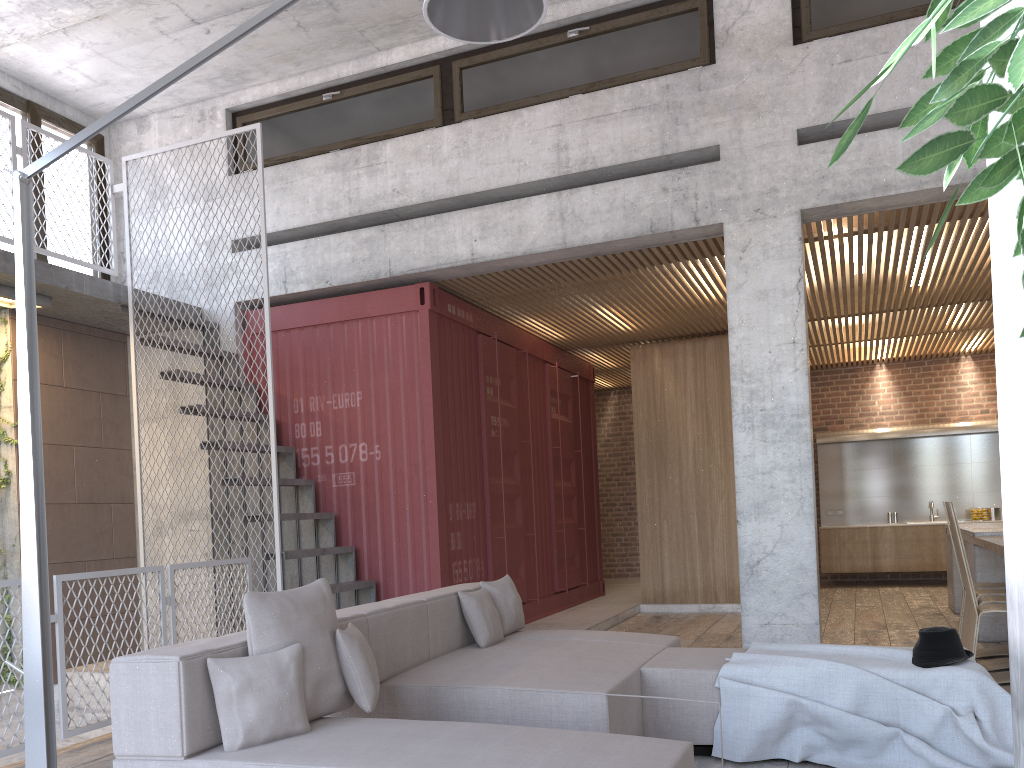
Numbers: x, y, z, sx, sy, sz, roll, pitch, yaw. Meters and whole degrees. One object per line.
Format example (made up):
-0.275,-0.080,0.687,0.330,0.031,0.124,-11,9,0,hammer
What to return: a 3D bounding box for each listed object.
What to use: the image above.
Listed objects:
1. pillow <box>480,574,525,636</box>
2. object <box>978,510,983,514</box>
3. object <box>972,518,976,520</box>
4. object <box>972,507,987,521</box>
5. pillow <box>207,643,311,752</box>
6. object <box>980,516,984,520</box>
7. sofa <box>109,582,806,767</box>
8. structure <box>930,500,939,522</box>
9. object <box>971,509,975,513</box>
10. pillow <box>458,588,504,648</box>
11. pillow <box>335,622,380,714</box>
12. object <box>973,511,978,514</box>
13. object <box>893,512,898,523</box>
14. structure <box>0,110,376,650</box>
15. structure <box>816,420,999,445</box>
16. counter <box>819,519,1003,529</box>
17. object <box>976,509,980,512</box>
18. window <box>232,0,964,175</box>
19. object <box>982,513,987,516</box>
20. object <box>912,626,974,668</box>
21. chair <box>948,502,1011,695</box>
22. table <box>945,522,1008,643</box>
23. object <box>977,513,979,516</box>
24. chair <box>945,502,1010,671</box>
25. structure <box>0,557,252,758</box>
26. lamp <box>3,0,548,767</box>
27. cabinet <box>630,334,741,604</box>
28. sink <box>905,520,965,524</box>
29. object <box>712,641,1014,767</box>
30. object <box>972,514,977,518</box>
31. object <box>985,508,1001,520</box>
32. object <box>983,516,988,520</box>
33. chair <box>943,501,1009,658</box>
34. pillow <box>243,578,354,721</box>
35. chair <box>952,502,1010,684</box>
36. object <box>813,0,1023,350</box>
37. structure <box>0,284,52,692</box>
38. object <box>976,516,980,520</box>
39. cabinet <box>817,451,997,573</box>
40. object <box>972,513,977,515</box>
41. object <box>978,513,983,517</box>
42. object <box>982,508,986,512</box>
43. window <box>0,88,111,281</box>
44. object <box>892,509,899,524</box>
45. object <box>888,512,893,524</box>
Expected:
-0.050,1.412,5.604,0.188,0.364,0.364,-4,-4,26,pillow
6.367,1.737,11.924,0.063,0.053,0.052,-1,-5,-21,object
6.329,1.833,11.991,0.073,0.063,0.064,-1,-5,-13,object
6.382,1.773,11.985,0.190,0.173,0.208,-4,-5,21,object
-0.919,1.159,3.216,0.369,0.375,0.152,0,-3,-36,pillow
6.417,1.828,11.958,0.061,0.055,0.051,-4,-4,12,object
0.498,1.396,3.982,3.021,0.780,3.019,-6,-9,21,sofa
5.982,1.881,12.404,0.115,0.473,0.248,-3,-2,21,structure
6.328,1.743,12.030,0.053,0.051,0.063,-4,-5,14,object
-0.174,1.397,5.231,0.187,0.356,0.372,-3,-4,21,pillow
-0.649,1.195,3.703,0.169,0.370,0.380,-2,-4,-5,pillow
6.320,1.755,11.956,0.053,0.052,0.062,-1,-5,-20,object
5.464,1.906,12.490,0.060,0.159,0.060,-3,-1,37,object
-3.127,0.204,6.175,3.046,4.291,3.699,-4,-4,21,structure
6.412,0.615,12.259,4.092,0.156,0.209,-6,-6,22,structure
6.390,1.892,12.052,4.092,0.020,0.658,-6,-9,22,counter
6.375,1.732,11.993,0.063,0.053,0.051,0,-5,-32,object
1.387,-2.565,6.388,8.466,0.607,0.113,-6,-2,22,window
6.423,1.770,11.924,0.061,0.053,0.053,-4,-4,13,object
1.968,1.209,4.059,0.298,0.168,0.305,-4,-7,9,object
3.035,1.284,5.229,0.724,1.189,0.349,-4,-1,25,chair
4.319,1.643,7.095,1.015,0.914,5.224,-4,-8,21,table
6.367,1.788,11.951,0.062,0.053,0.052,0,-5,-25,object
3.481,1.401,6.141,0.724,1.189,0.349,-3,-1,19,chair
-3.652,1.591,4.894,1.933,0.927,4.459,-5,-9,21,structure
-1.085,0.084,3.467,2.632,3.410,0.756,-3,0,9,lamp
2.879,1.234,11.978,1.522,3.107,3.777,-3,-5,21,cabinet
5.884,2.017,12.219,0.732,0.190,0.526,-6,-8,21,sink
1.828,1.494,4.135,1.609,0.499,1.047,-9,-9,40,object
6.299,1.800,11.942,0.061,0.053,0.052,-6,-5,33,object
6.639,1.795,12.105,0.191,0.169,0.191,-6,-6,33,object
6.420,1.816,11.899,0.062,0.051,0.053,-3,-4,6,object
3.674,1.462,6.609,0.725,1.189,0.349,-4,-1,26,chair
-0.846,1.071,3.501,0.222,0.554,0.566,-3,-4,23,pillow
3.280,1.340,5.676,0.725,1.189,0.349,-4,-1,26,chair
0.813,-0.006,0.599,0.967,1.855,1.006,-2,-2,-13,object
-4.357,0.809,6.039,1.009,3.800,2.635,-3,-3,21,structure
6.340,1.826,11.934,0.063,0.053,0.051,0,-5,-25,object
6.451,1.549,12.249,4.129,2.065,1.078,-5,-3,22,cabinet
6.330,1.785,12.009,0.062,0.053,0.052,-5,-5,28,object
6.365,1.787,11.920,0.061,0.054,0.051,-6,-5,36,object
6.431,1.723,11.942,0.059,0.059,0.051,0,-5,-34,object
-4.524,-1.685,6.653,0.110,1.733,3.591,-3,-6,21,window
5.430,1.890,12.503,0.145,0.209,0.053,-4,-1,22,object
5.398,1.912,12.516,0.060,0.159,0.060,-3,-1,37,object
